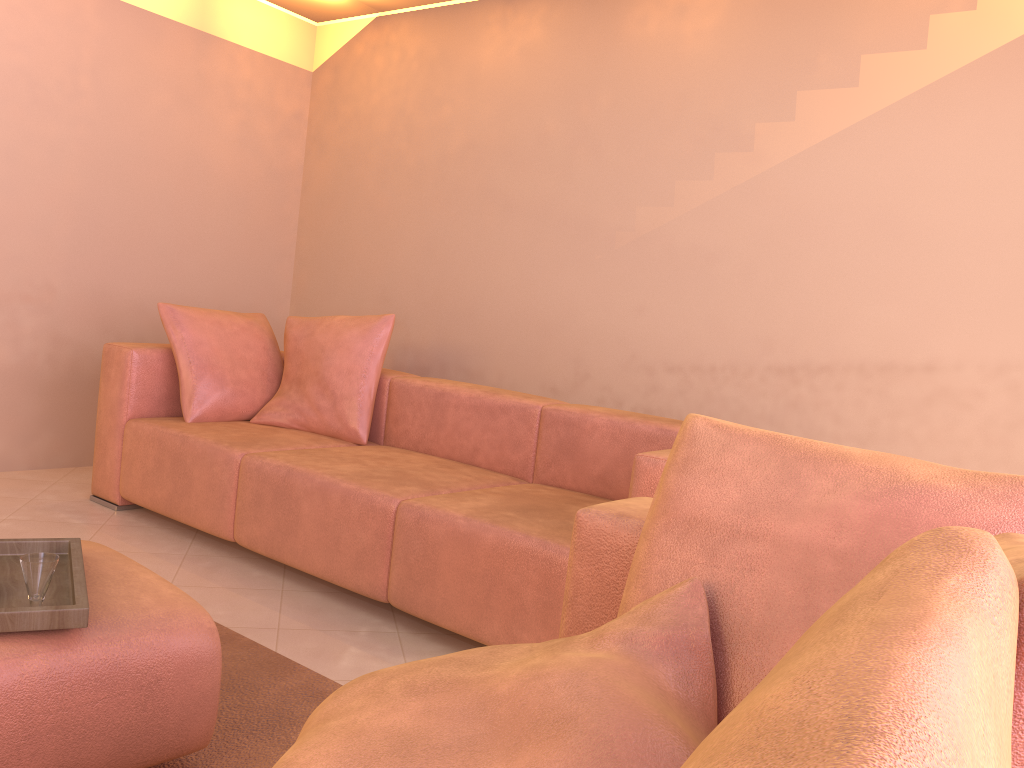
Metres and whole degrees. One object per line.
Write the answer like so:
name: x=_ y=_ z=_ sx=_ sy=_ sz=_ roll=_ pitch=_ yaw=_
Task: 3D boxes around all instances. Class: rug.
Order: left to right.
rug: x=-1.592 y=0.659 z=1.417 sx=1.833 sy=0.005 sz=2.626 roll=10 pitch=5 yaw=37

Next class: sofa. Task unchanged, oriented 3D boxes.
sofa: x=-0.264 y=0.560 z=0.260 sx=0.943 sy=0.672 sz=2.781 roll=10 pitch=5 yaw=37
sofa: x=-0.368 y=0.335 z=3.203 sx=2.781 sy=0.672 sz=0.943 roll=10 pitch=5 yaw=37

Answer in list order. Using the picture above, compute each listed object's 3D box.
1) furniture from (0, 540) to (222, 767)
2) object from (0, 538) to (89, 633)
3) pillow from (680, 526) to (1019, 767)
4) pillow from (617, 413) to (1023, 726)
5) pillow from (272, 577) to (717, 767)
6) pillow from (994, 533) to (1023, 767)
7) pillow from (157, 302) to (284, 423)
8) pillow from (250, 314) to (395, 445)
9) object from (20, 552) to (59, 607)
furniture: x=-1.216 y=0.502 z=1.427 sx=0.685 sy=0.301 sz=1.291 roll=10 pitch=6 yaw=42
object: x=-0.992 y=0.351 z=1.572 sx=0.421 sy=0.034 sz=0.436 roll=4 pitch=5 yaw=-28
pillow: x=0.100 y=0.314 z=0.431 sx=0.211 sy=0.468 sz=0.470 roll=9 pitch=5 yaw=32
pillow: x=0.369 y=0.302 z=1.092 sx=0.519 sy=0.455 sz=0.314 roll=9 pitch=5 yaw=33
pillow: x=-0.007 y=0.362 z=0.945 sx=0.514 sy=0.292 sz=0.517 roll=7 pitch=4 yaw=6
pillow: x=0.339 y=0.317 z=0.741 sx=0.255 sy=0.446 sz=0.492 roll=8 pitch=4 yaw=20
pillow: x=-1.191 y=-0.071 z=3.772 sx=0.335 sy=0.486 sz=0.554 roll=9 pitch=5 yaw=33
pillow: x=-0.769 y=-0.058 z=3.690 sx=0.582 sy=0.528 sz=0.302 roll=8 pitch=4 yaw=20
object: x=-0.814 y=0.342 z=1.522 sx=0.061 sy=0.091 sz=0.061 roll=8 pitch=4 yaw=21
